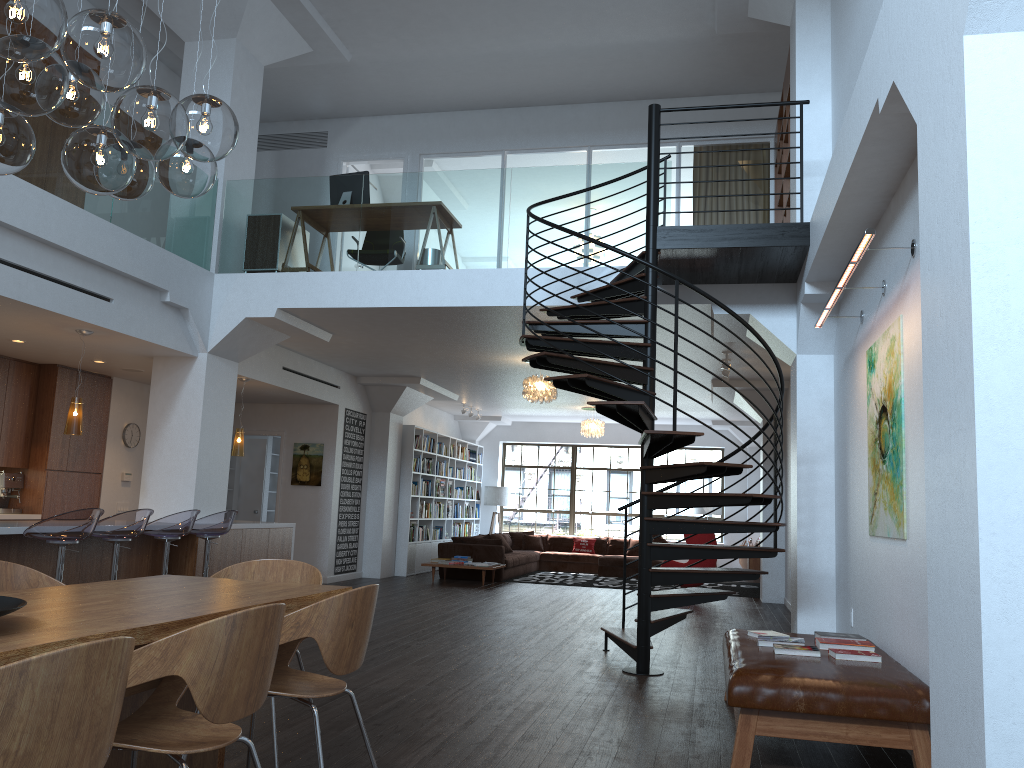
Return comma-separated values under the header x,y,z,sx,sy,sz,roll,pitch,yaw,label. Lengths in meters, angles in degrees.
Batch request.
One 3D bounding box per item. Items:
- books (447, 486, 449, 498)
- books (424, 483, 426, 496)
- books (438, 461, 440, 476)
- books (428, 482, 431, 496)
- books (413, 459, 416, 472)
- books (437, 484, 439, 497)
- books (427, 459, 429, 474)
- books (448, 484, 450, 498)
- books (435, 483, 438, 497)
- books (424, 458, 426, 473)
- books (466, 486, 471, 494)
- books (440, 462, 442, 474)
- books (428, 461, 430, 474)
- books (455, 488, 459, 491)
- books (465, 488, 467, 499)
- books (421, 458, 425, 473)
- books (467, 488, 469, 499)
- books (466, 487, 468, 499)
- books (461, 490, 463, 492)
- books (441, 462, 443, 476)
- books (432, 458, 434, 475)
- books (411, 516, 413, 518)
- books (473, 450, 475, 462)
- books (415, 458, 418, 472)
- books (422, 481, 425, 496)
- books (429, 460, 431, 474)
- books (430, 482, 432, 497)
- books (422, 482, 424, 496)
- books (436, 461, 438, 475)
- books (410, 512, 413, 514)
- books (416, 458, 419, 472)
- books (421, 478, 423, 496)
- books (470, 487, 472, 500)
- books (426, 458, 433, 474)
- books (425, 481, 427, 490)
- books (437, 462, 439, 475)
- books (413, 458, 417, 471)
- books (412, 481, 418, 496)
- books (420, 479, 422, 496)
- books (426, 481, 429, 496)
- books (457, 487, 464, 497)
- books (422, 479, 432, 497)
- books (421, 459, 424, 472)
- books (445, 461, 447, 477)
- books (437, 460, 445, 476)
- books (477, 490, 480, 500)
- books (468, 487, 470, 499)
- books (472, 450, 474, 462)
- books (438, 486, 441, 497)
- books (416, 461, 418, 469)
x,y,z,sx,sy,sz,roll,pitch,yaw,label
-1.251,1.991,16.398,0.161,0.223,0.030,1,-8,13,books
-1.548,1.790,15.065,0.161,0.223,0.027,1,-8,13,books
-1.373,1.508,15.830,0.182,0.253,0.034,1,-8,13,books
-1.498,1.815,15.288,0.174,0.239,0.045,1,-8,13,books
-1.670,1.329,14.519,0.161,0.218,0.101,1,-8,13,books
-1.390,1.893,15.755,0.161,0.223,0.032,1,-8,13,books
-1.524,1.418,15.233,0.183,0.253,0.042,1,-8,13,books
-1.241,1.982,16.439,0.174,0.251,0.051,1,-8,13,books
-1.411,1.874,15.684,0.174,0.240,0.054,1,-8,13,books
-1.559,1.392,15.086,0.180,0.259,0.042,1,-8,13,books
-0.925,2.197,17.894,0.180,0.259,0.042,1,-8,13,books
-1.346,1.531,15.981,0.159,0.250,0.026,1,-8,13,books
-1.502,1.438,15.263,0.161,0.223,0.032,1,-8,13,books
-1.100,2.096,17.041,0.140,0.206,0.042,1,-8,13,books
-0.983,2.170,17.591,0.161,0.223,0.032,1,-8,13,books
-1.572,1.383,15.001,0.183,0.253,0.042,1,-8,13,books
-0.952,2.187,17.705,0.161,0.223,0.032,1,-8,13,books
-0.972,2.168,17.634,0.174,0.240,0.054,1,-8,13,books
-1.028,2.157,17.309,0.120,0.167,0.020,1,-8,13,books
-1.335,1.540,16.021,0.170,0.245,0.057,1,-8,13,books
-1.455,1.440,15.503,0.176,0.291,0.053,1,-8,13,books
-1.726,2.168,14.456,0.197,0.035,0.284,2,-8,3,books
-0.859,1.479,18.144,0.183,0.253,0.042,1,-8,13,books
-1.649,1.330,14.579,0.172,0.235,0.112,1,-8,13,books
-1.569,1.769,15.003,0.170,0.245,0.057,1,-8,13,books
-1.490,1.441,15.338,0.174,0.240,0.054,1,-8,13,books
-1.478,1.819,15.360,0.182,0.253,0.034,1,-8,13,books
-1.576,1.764,14.952,0.174,0.239,0.045,1,-8,13,books
-1.406,1.482,15.661,0.182,0.253,0.034,1,-8,13,books
-1.726,2.101,14.461,0.174,0.032,0.254,1,-8,8,books
-1.635,1.338,14.660,0.174,0.242,0.105,1,-8,13,books
-1.598,1.728,14.883,0.176,0.290,0.053,1,-8,13,books
-0.901,2.212,17.976,0.183,0.253,0.042,1,-8,13,books
-1.482,1.435,15.456,0.198,0.284,0.049,1,-8,13,books
-1.550,1.789,15.165,0.182,0.253,0.034,1,-8,13,books
-1.394,1.500,15.732,0.174,0.239,0.045,1,-8,13,books
-1.659,1.327,14.548,0.152,0.232,0.104,1,-8,13,books
-1.628,1.729,14.686,0.140,0.231,0.042,1,-8,13,books
-1.615,1.722,14.825,0.197,0.283,0.065,1,-8,13,books
-1.521,1.794,15.193,0.182,0.253,0.034,1,-8,13,books
-1.018,2.137,17.399,0.140,0.231,0.042,1,-8,13,books
-1.473,1.810,15.425,0.176,0.294,0.102,1,-8,13,books
-1.593,1.379,14.913,0.174,0.236,0.142,1,-8,13,books
-1.300,1.548,16.207,0.197,0.283,0.065,1,-8,13,books
-1.309,1.536,16.148,0.176,0.290,0.053,1,-8,13,books
-0.773,2.314,18.516,0.182,0.215,0.188,1,-8,13,books
-0.938,2.192,17.815,0.171,0.246,0.039,1,-8,13,books
-0.878,1.466,18.060,0.183,0.253,0.042,1,-8,13,books
-1.360,1.925,15.907,0.161,0.207,0.135,1,-8,12,books
-1.650,1.333,14.623,0.172,0.239,0.093,1,-8,13,books
